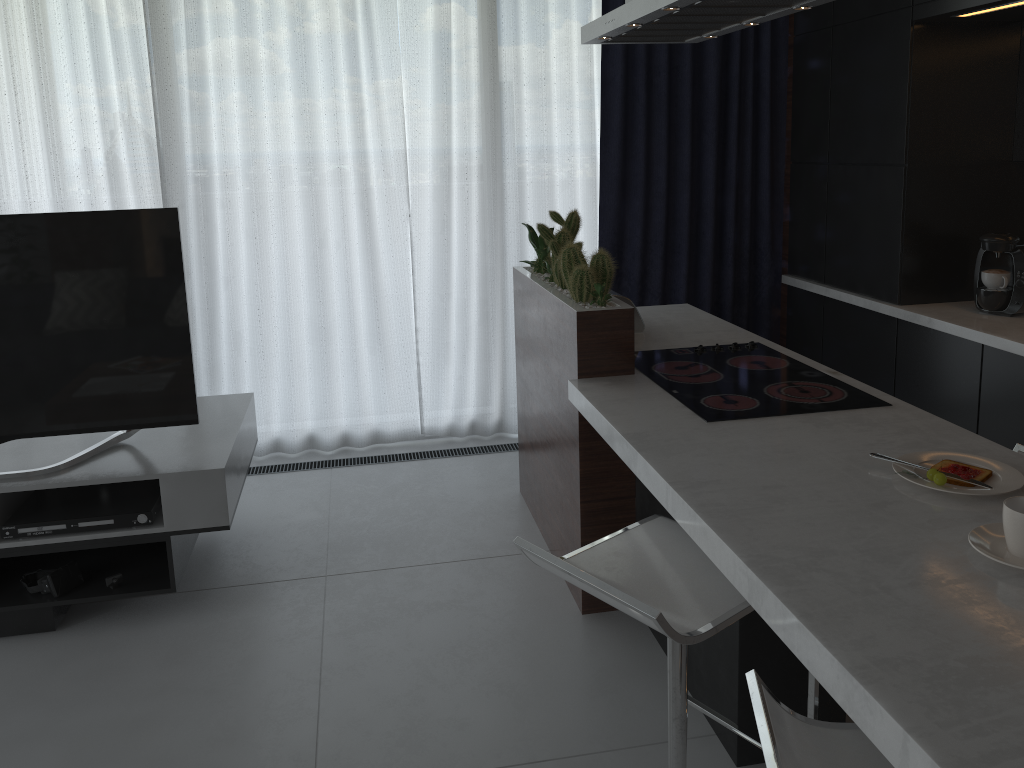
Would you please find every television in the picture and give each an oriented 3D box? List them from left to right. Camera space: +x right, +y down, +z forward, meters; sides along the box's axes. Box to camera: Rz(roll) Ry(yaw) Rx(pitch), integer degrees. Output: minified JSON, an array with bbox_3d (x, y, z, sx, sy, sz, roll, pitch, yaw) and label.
[{"bbox_3d":[-1.636,-0.128,2.735,1.231,0.773,0.302,-4,11,-10],"label":"television"}]

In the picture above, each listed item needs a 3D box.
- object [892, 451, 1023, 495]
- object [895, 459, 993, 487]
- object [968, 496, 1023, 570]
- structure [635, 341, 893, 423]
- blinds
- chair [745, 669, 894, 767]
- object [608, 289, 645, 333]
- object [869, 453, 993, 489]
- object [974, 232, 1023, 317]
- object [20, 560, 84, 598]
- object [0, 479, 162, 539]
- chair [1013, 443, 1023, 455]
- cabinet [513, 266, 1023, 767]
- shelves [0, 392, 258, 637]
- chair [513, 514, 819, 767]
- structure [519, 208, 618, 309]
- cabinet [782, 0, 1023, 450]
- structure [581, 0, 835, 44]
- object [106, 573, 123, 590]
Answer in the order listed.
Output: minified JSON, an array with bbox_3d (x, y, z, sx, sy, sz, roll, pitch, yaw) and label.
[{"bbox_3d":[0.893,0.184,1.773,0.240,0.019,0.241,-13,19,-36],"label":"object"},{"bbox_3d":[1.462,-0.098,2.350,0.141,0.218,1.898,9,19,43],"label":"object"},{"bbox_3d":[0.847,0.240,1.440,0.183,0.085,0.184,-11,17,-32],"label":"object"},{"bbox_3d":[0.660,-0.013,2.592,0.505,0.056,0.777,-4,15,-10],"label":"structure"},{"bbox_3d":[-1.039,-0.090,0.693,5.800,2.725,7.267,-3,15,-6],"label":"blinds"},{"bbox_3d":[0.550,0.792,1.116,0.464,0.697,0.403,0,12,7],"label":"chair"},{"bbox_3d":[0.348,-0.295,3.366,0.222,0.142,0.350,-4,15,-10],"label":"object"},{"bbox_3d":[0.843,0.173,1.784,0.026,0.008,0.251,-14,19,-39],"label":"object"},{"bbox_3d":[1.897,-0.425,3.354,0.270,0.307,0.217,-8,13,-24],"label":"object"},{"bbox_3d":[-1.456,0.600,2.767,0.184,0.078,0.119,3,15,20],"label":"object"},{"bbox_3d":[-1.336,0.388,2.819,0.430,0.052,0.341,-4,15,-10],"label":"object"},{"bbox_3d":[1.007,0.564,1.846,0.464,0.728,0.402,-5,12,-14],"label":"chair"},{"bbox_3d":[0.646,-0.384,1.997,0.787,2.507,3.393,-4,14,-10],"label":"cabinet"},{"bbox_3d":[-2.106,0.478,2.969,2.351,0.491,0.888,-4,14,-10],"label":"shelves"},{"bbox_3d":[0.300,0.627,1.756,0.467,0.697,0.400,-11,15,-37],"label":"chair"},{"bbox_3d":[0.173,-0.467,3.078,0.223,0.281,1.018,-3,15,-7],"label":"structure"},{"bbox_3d":[2.009,-0.634,2.755,0.706,2.508,3.540,-4,14,-10],"label":"cabinet"},{"bbox_3d":[0.550,-1.480,2.671,0.447,0.746,1.062,-4,14,-10],"label":"structure"},{"bbox_3d":[-1.236,0.614,2.749,0.044,0.042,0.044,-4,13,-9],"label":"object"}]
